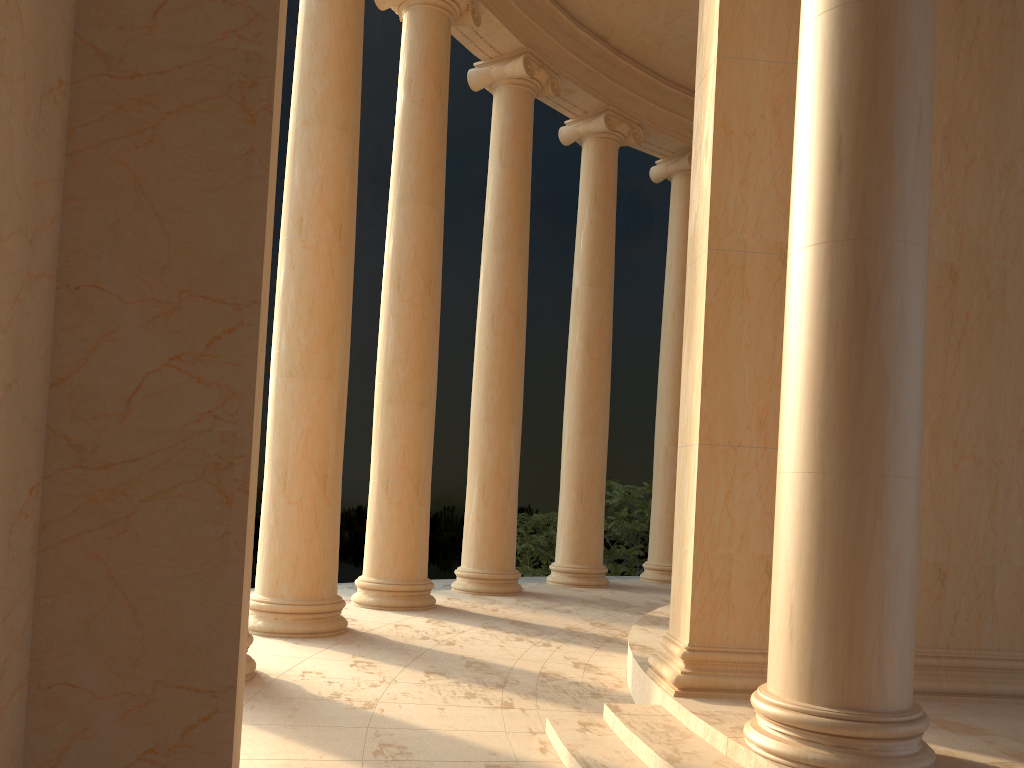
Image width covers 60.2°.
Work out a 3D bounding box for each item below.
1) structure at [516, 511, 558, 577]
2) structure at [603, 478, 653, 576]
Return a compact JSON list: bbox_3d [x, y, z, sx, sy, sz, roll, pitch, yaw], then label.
[{"bbox_3d":[29.114,311.355,1522.034,149.131,187.736,156.367,3,-4,8],"label":"structure"},{"bbox_3d":[217.932,319.031,1608.720,247.186,298.552,238.528,3,-4,-2],"label":"structure"}]
